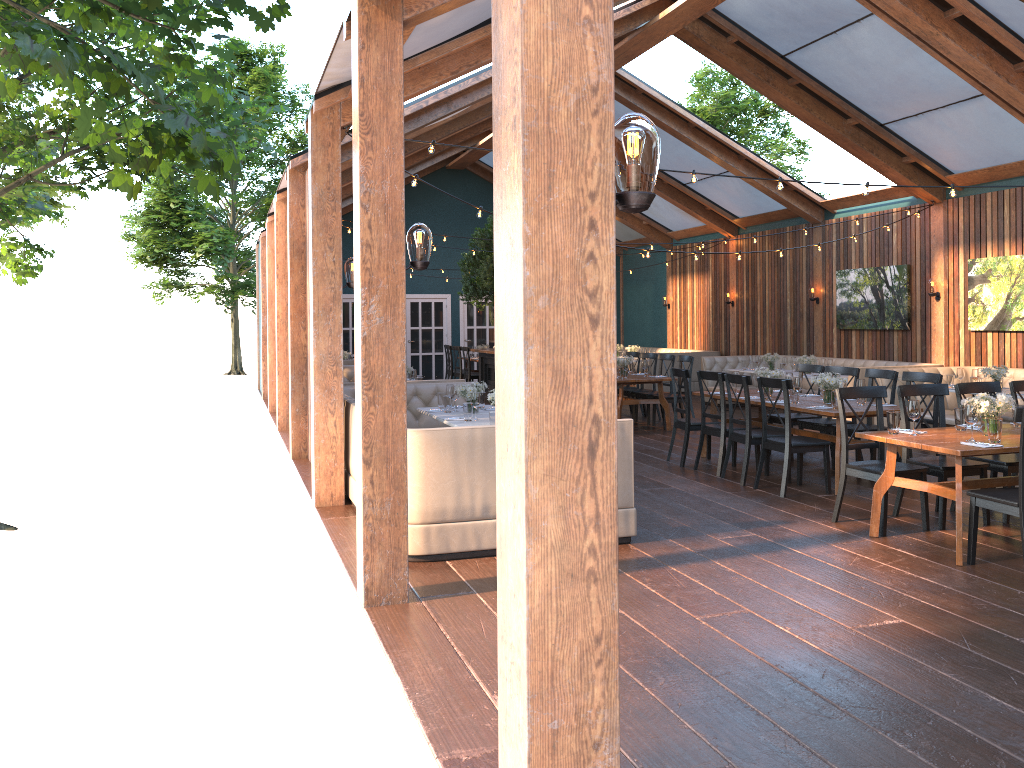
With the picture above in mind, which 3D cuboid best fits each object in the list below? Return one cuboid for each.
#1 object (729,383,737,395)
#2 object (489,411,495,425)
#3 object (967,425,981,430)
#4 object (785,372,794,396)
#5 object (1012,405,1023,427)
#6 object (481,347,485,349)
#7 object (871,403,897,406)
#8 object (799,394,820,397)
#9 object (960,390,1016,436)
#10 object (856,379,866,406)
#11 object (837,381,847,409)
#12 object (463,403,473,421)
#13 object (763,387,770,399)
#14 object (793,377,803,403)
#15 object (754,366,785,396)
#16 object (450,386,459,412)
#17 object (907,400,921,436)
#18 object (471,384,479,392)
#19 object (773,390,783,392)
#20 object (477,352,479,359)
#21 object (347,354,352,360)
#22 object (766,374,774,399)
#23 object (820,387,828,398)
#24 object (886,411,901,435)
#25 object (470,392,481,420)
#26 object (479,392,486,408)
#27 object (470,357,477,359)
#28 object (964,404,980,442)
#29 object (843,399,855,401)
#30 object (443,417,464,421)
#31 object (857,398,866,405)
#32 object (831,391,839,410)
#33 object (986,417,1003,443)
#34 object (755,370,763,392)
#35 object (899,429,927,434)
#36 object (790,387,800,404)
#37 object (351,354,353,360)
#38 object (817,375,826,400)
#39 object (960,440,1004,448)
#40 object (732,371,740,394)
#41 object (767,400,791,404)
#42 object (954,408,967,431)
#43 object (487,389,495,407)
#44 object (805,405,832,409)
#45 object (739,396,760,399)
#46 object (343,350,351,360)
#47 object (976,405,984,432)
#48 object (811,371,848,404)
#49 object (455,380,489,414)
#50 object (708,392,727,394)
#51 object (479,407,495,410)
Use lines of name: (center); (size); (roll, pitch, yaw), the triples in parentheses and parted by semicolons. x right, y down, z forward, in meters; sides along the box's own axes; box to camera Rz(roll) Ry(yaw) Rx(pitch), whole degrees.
object: (2.375, 0.035, 9.497); (0.092, 0.158, 0.092); (0, 1, 28)
object: (-0.136, 0.298, 6.981); (0.092, 0.158, 0.092); (-1, 1, -32)
object: (3.380, 0.316, 6.447); (0.157, 0.019, 0.255); (-2, 4, -18)
object: (2.906, 0.004, 9.270); (0.092, 0.244, 0.092); (0, 1, 24)
object: (3.740, 0.237, 6.529); (0.092, 0.158, 0.092); (0, 1, 8)
object: (-0.624, -0.677, 19.160); (0.092, 0.244, 0.092); (0, 1, 24)
object: (3.403, 0.191, 8.170); (0.255, 0.019, 0.158); (-2, 4, -18)
object: (3.077, 0.117, 9.240); (0.255, 0.019, 0.158); (-2, 4, -18)
object: (3.282, 0.198, 6.080); (0.336, 0.309, 0.329); (0, 2, 15)
object: (3.241, 0.077, 8.212); (0.092, 0.244, 0.092); (0, 1, 24)
object: (2.975, 0.096, 7.977); (0.092, 0.244, 0.092); (0, 1, 24)
object: (-0.384, 0.246, 7.738); (0.092, 0.158, 0.092); (-1, 1, -32)
object: (2.567, 0.075, 8.941); (0.092, 0.158, 0.092); (0, 1, 8)
object: (2.756, 0.059, 8.520); (0.092, 0.244, 0.092); (0, 1, 24)
object: (2.725, -0.036, 9.385); (0.329, 0.309, 0.337); (0, 2, 17)
object: (-0.552, 0.145, 8.565); (0.092, 0.244, 0.092); (0, 1, 30)
object: (2.773, 0.233, 6.104); (0.092, 0.244, 0.092); (0, 1, 24)
object: (-0.374, 0.128, 8.777); (0.092, 0.244, 0.092); (0, 1, 30)
object: (2.912, 0.077, 9.813); (0.255, 0.019, 0.158); (-2, 4, -18)
object: (-0.701, -0.627, 19.069); (0.092, 0.158, 0.092); (0, 1, 8)
object: (-3.155, -0.450, 17.141); (0.092, 0.244, 0.092); (0, 1, 30)
object: (2.630, 0.025, 9.030); (0.092, 0.244, 0.092); (0, 1, 24)
object: (3.139, 0.072, 8.890); (0.092, 0.158, 0.092); (0, 1, 8)
object: (2.666, 0.272, 6.183); (0.092, 0.158, 0.092); (0, 1, 8)
object: (-0.321, 0.196, 7.827); (0.092, 0.244, 0.092); (0, 1, 24)
object: (-0.310, 0.163, 8.867); (0.092, 0.158, 0.092); (-1, 1, -32)
object: (-0.823, -0.565, 19.193); (0.255, 0.019, 0.158); (-2, 4, -18)
object: (3.012, 0.254, 5.794); (0.092, 0.244, 0.092); (0, 1, 24)
object: (3.255, 0.151, 8.744); (0.255, 0.019, 0.158); (-2, 4, -18)
object: (-0.479, 0.306, 7.874); (0.255, 0.019, 0.158); (-2, 4, -18)
object: (3.284, 0.112, 8.312); (0.092, 0.158, 0.092); (0, 1, 8)
object: (2.890, 0.147, 7.885); (0.092, 0.158, 0.092); (0, 1, 8)
object: (3.124, 0.300, 5.728); (0.092, 0.158, 0.092); (0, 1, 8)
object: (2.744, -0.036, 9.838); (0.092, 0.244, 0.092); (0, 1, 30)
object: (2.823, 0.334, 6.262); (0.157, 0.019, 0.255); (-2, 4, -18)
object: (2.693, 0.109, 8.431); (0.092, 0.158, 0.092); (0, 1, 8)
object: (-3.172, -0.468, 17.386); (0.092, 0.244, 0.092); (0, 1, 30)
object: (3.081, 0.037, 8.787); (0.092, 0.244, 0.092); (0, 1, 24)
object: (2.972, 0.378, 5.632); (0.157, 0.019, 0.255); (-2, 4, -18)
object: (2.432, -0.016, 9.602); (0.092, 0.244, 0.092); (0, 1, 30)
object: (2.598, 0.170, 8.568); (0.255, 0.019, 0.158); (-2, 4, -18)
object: (3.226, 0.254, 6.355); (0.092, 0.158, 0.092); (0, 1, 8)
object: (-0.074, 0.184, 7.507); (0.329, 0.309, 0.336); (-3, 3, -43)
object: (2.808, 0.208, 8.017); (0.255, 0.019, 0.158); (-2, 4, -18)
object: (2.472, 0.136, 9.078); (0.255, 0.019, 0.158); (-2, 4, -18)
object: (-3.380, -0.521, 17.701); (0.336, 0.309, 0.329); (1, 3, 24)
object: (3.333, 0.215, 6.284); (0.092, 0.244, 0.092); (0, 1, 24)
object: (3.001, 0.035, 8.369); (0.336, 0.309, 0.329); (1, 3, 39)
object: (-0.387, 0.122, 8.407); (0.329, 0.309, 0.337); (0, 2, 4)
object: (2.276, 0.095, 9.643); (0.255, 0.019, 0.158); (-2, 4, -18)
object: (-0.214, 0.242, 8.731); (0.255, 0.019, 0.158); (-2, 4, -18)
